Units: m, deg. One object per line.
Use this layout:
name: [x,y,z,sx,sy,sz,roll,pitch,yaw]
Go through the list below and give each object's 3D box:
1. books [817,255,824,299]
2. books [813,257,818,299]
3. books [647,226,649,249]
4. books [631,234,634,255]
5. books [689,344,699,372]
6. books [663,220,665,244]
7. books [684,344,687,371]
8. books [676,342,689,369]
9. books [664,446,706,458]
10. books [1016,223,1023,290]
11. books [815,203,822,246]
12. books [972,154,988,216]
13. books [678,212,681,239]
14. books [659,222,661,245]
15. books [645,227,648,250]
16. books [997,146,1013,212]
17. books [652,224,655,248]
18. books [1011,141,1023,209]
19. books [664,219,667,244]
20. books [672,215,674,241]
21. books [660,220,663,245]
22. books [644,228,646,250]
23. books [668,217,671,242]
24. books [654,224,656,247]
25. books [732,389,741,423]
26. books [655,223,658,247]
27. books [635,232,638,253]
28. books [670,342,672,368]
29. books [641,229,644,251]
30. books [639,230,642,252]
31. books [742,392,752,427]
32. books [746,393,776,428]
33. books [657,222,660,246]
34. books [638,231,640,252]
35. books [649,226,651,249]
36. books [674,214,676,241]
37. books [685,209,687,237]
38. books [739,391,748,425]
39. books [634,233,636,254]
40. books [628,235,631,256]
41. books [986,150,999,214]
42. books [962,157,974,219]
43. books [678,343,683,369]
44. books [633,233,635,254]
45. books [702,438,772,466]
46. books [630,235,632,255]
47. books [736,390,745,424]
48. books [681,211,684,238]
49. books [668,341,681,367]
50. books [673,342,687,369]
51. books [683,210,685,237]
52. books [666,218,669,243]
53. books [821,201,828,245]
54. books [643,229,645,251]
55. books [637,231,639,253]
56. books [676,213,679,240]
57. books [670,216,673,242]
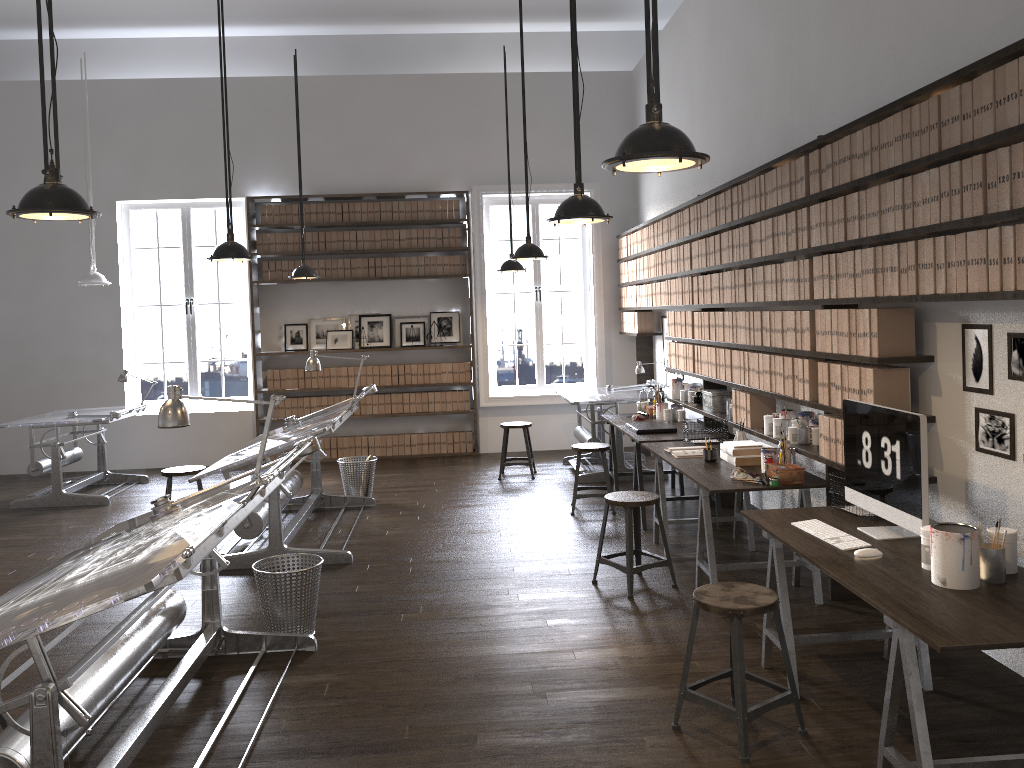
books: [1.676,-0.553,4.575,0.174,0.225,0.067,-2,2,-4]
books: [1.677,-0.558,4.638,0.174,0.225,0.067,-2,2,-4]
books: [1.396,-1.408,8.539,0.174,0.225,0.067,-2,2,-4]
books: [1.348,-1.468,9.303,0.174,0.225,0.067,-2,2,-4]
books: [1.532,-0.211,7.194,0.174,0.225,0.067,-2,2,-4]
books: [1.442,-1.360,7.916,0.174,0.225,0.067,-2,2,-4]
books: [1.516,-0.221,7.322,0.174,0.225,0.067,-2,2,-4]
books: [1.503,-0.243,7.606,0.174,0.225,0.067,-2,2,-4]
books: [1.146,0.431,5.708,0.256,0.029,0.355,-2,5,-3]
books: [1.789,-0.427,2.963,0.174,0.225,0.067,-2,2,-4]
books: [1.666,-0.822,4.581,0.174,0.225,0.067,-2,2,-4]
books: [1.759,-0.713,3.184,0.174,0.225,0.067,-2,2,-4]
books: [1.478,-1.317,7.364,0.174,0.225,0.067,-2,2,-4]
books: [1.435,-1.370,8.050,0.174,0.225,0.067,-2,2,-4]
books: [1.392,-1.414,8.611,0.174,0.225,0.067,-2,2,-4]
books: [1.769,-0.702,3.038,0.174,0.225,0.067,-2,2,-4]
books: [1.411,-1.393,8.337,0.174,0.225,0.067,-2,2,-4]
books: [1.778,-0.696,2.968,0.174,0.225,0.067,-2,2,-4]
books: [1.445,-1.355,7.853,0.174,0.225,0.067,-2,2,-4]
books: [1.463,-1.333,7.571,0.174,0.225,0.067,-2,2,-4]
books: [1.433,-1.365,7.982,0.174,0.225,0.067,-2,2,-4]
books: [1.390,-1.420,8.683,0.174,0.225,0.067,-2,2,-4]
books: [1.456,-1.344,7.711,0.174,0.225,0.067,-2,2,-4]
books: [1.421,-1.387,8.262,0.174,0.225,0.067,-2,2,-4]
books: [1.608,0.151,6.079,0.174,0.225,0.067,-2,2,-4]
books: [1.421,-1.381,8.191,0.174,0.225,0.067,-2,2,-4]
books: [1.360,-1.452,9.094,0.174,0.225,0.067,-2,2,-4]
books: [1.489,-0.259,7.811,0.174,0.225,0.067,-2,2,-4]
books: [1.383,-1.431,8.823,0.174,0.225,0.067,-2,2,-4]
books: [1.374,-1.436,8.893,0.174,0.225,0.067,-2,2,-4]
books: [1.624,0.167,5.870,0.174,0.225,0.067,-2,2,-4]
books: [1.633,0.172,5.799,0.174,0.225,0.067,-2,2,-4]
books: [1.430,-1.376,8.120,0.174,0.225,0.067,-2,2,-4]
books: [1.372,-1.442,8.965,0.174,0.225,0.067,-2,2,-4]
books: [1.405,-1.404,8.476,0.174,0.225,0.067,-2,2,-4]
books: [1.464,-1.327,7.499,0.174,0.225,0.067,-2,2,-4]
books: [1.491,-1.300,7.150,0.174,0.225,0.067,-2,2,-4]
books: [1.623,0.161,5.941,0.174,0.225,0.067,-2,2,-4]
books: [1.362,-1.457,9.162,0.174,0.225,0.067,-2,2,-4]
books: [1.338,-1.479,9.449,0.174,0.225,0.067,-2,2,-4]
books: [1.769,-0.707,3.109,0.174,0.225,0.067,-2,2,-4]
books: [1.760,-0.719,3.258,0.174,0.225,0.067,-2,2,-4]
books: [1.510,-0.238,7.537,0.174,0.225,0.067,-2,2,-4]
books: [1.357,-1.463,9.233,0.174,0.225,0.067,-2,2,-4]
books: [1.347,0.399,5.321,0.385,0.147,0.295,-2,4,-4]
books: [1.348,-1.474,9.374,0.174,0.225,0.067,-2,2,-4]
books: [1.619,0.156,6.012,0.174,0.225,0.067,-2,2,-4]
books: [1.484,-1.311,7.289,0.174,0.225,0.067,-2,2,-4]
books: [1.480,-0.264,7.877,0.174,0.225,0.067,-2,2,-4]
books: [1.495,-0.248,7.676,0.174,0.225,0.067,-2,2,-4]
books: [1.490,-1.306,7.220,0.174,0.225,0.067,-2,2,-4]
books: [1.447,-1.349,7.780,0.174,0.225,0.067,-2,2,-4]
books: [1.671,-0.816,4.508,0.174,0.225,0.067,-2,2,-4]
books: [1.389,-1.425,8.753,0.174,0.225,0.067,-2,2,-4]
books: [1.369,-1.447,9.028,0.174,0.225,0.067,-2,2,-4]
books: [1.469,-1.321,7.427,0.174,0.225,0.067,-2,2,-4]
books: [1.462,-1.338,7.641,0.174,0.225,0.067,-2,2,-4]
